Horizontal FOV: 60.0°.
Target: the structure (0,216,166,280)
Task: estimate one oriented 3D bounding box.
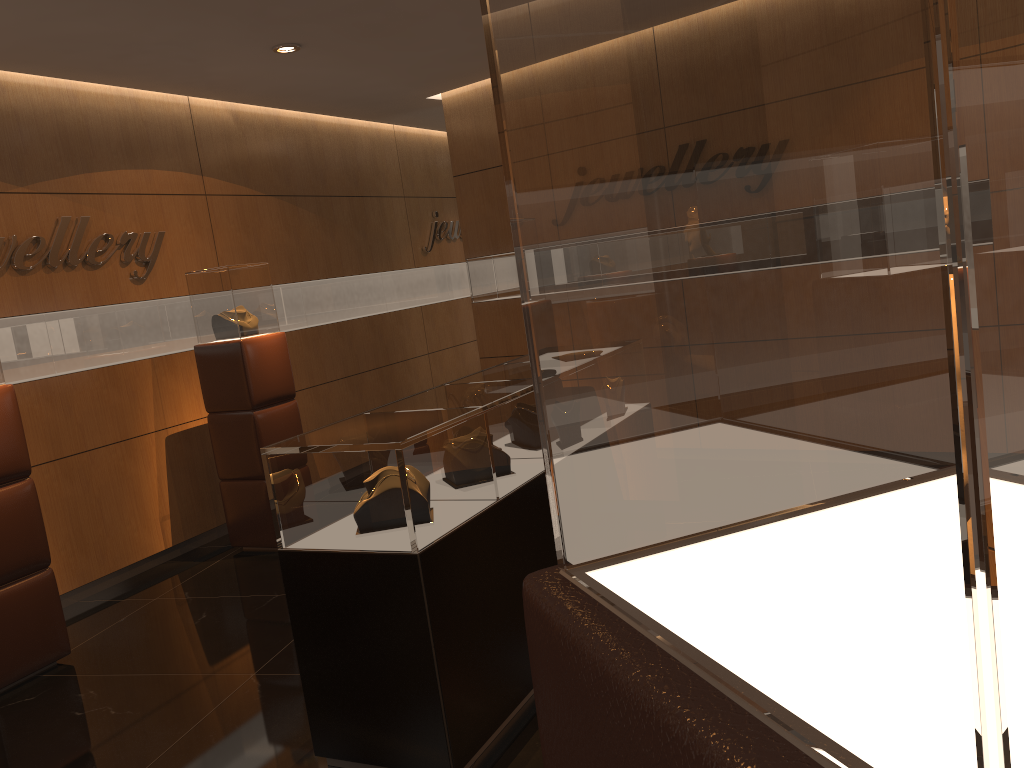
[{"bbox_3d":[-2.958,-0.817,5.533,0.034,0.442,2.050,-4,8,27],"label":"structure"}]

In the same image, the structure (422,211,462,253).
[{"bbox_3d":[-0.517,-1.807,10.377,0.034,0.442,2.050,-4,8,27],"label":"structure"}]

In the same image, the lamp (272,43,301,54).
[{"bbox_3d":[-1.449,-2.178,5.686,0.176,0.068,0.176,-5,8,22],"label":"lamp"}]

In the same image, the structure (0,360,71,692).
[{"bbox_3d":[-2.774,0.540,4.503,0.498,2.000,0.484,-4,8,27],"label":"structure"}]

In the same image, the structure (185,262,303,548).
[{"bbox_3d":[-1.855,0.150,6.331,0.498,1.968,0.484,-4,8,27],"label":"structure"}]

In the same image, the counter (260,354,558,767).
[{"bbox_3d":[0.008,0.559,4.174,0.615,1.173,2.514,-4,8,27],"label":"counter"}]

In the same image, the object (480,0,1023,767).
[{"bbox_3d":[0.360,0.613,0.619,0.484,2.000,0.498,-11,8,-19],"label":"object"}]
